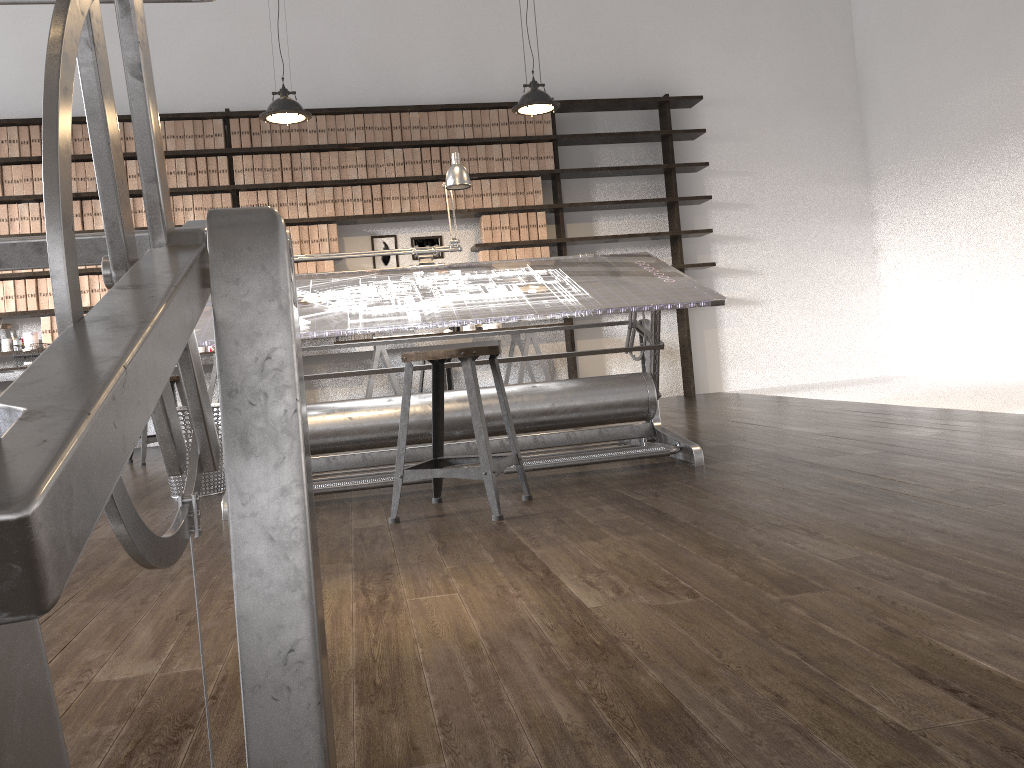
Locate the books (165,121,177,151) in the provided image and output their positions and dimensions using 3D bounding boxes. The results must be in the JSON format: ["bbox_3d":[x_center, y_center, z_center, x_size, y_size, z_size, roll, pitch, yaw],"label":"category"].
[{"bbox_3d":[-2.513,-1.816,6.565,0.067,0.225,0.174,-5,0,-10],"label":"books"}]

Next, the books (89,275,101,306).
[{"bbox_3d":[-3.010,-0.672,6.443,0.067,0.226,0.174,-5,0,-10],"label":"books"}]

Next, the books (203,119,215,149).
[{"bbox_3d":[-2.251,-1.841,6.617,0.067,0.226,0.174,-5,0,-10],"label":"books"}]

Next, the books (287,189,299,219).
[{"bbox_3d":[-1.656,-1.348,6.710,0.067,0.226,0.174,-5,0,-10],"label":"books"}]

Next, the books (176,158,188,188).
[{"bbox_3d":[-2.436,-1.545,6.570,0.067,0.226,0.174,-5,0,-10],"label":"books"}]

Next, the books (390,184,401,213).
[{"bbox_3d":[-0.903,-1.418,6.845,0.067,0.226,0.174,-5,0,-10],"label":"books"}]

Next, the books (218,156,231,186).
[{"bbox_3d":[-2.147,-1.572,6.626,0.067,0.225,0.174,-5,0,-10],"label":"books"}]

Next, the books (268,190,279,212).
[{"bbox_3d":[-1.792,-1.335,6.683,0.067,0.226,0.174,-5,0,-10],"label":"books"}]

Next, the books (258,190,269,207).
[{"bbox_3d":[-1.863,-1.328,6.666,0.067,0.226,0.174,-5,0,-10],"label":"books"}]

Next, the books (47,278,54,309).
[{"bbox_3d":[-3.282,-0.647,6.390,0.067,0.225,0.174,-5,0,-10],"label":"books"}]

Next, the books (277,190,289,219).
[{"bbox_3d":[-1.725,-1.341,6.699,0.067,0.226,0.174,-5,0,-10],"label":"books"}]

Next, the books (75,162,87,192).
[{"bbox_3d":[-3.111,-1.482,6.447,0.067,0.225,0.174,-5,0,-10],"label":"books"}]

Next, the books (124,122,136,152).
[{"bbox_3d":[-2.790,-1.791,6.514,0.067,0.226,0.174,-5,0,-10],"label":"books"}]

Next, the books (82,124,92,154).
[{"bbox_3d":[-3.067,-1.765,6.464,0.067,0.226,0.174,-5,0,-10],"label":"books"}]

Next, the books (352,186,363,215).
[{"bbox_3d":[-1.183,-1.391,6.794,0.067,0.226,0.174,-5,0,-10],"label":"books"}]

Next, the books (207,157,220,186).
[{"bbox_3d":[-2.222,-1.565,6.614,0.067,0.225,0.174,-5,0,-10],"label":"books"}]

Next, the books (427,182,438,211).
[{"bbox_3d":[-0.623,-1.444,6.901,0.067,0.225,0.174,-5,0,-10],"label":"books"}]

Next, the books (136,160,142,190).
[{"bbox_3d":[-2.707,-1.520,6.522,0.067,0.225,0.174,-5,0,-10],"label":"books"}]

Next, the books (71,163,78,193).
[{"bbox_3d":[-3.172,-1.476,6.434,0.067,0.225,0.174,-5,0,-10],"label":"books"}]

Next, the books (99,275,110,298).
[{"bbox_3d":[-2.942,-0.678,6.454,0.067,0.226,0.174,-5,0,-10],"label":"books"}]

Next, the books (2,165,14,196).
[{"bbox_3d":[-3.585,-1.438,6.361,0.067,0.225,0.174,-5,0,-10],"label":"books"}]

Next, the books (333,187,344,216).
[{"bbox_3d":[-1.323,-1.379,6.773,0.067,0.226,0.174,-5,0,-10],"label":"books"}]

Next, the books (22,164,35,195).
[{"bbox_3d":[-3.458,-1.450,6.377,0.067,0.226,0.174,-5,0,-10],"label":"books"}]

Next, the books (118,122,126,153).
[{"bbox_3d":[-2.860,-1.784,6.497,0.067,0.226,0.174,-5,0,-10],"label":"books"}]

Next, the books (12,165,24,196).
[{"bbox_3d":[-3.520,-1.444,6.370,0.067,0.225,0.174,-5,0,-10],"label":"books"}]

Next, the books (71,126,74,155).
[{"bbox_3d":[-3.203,-1.752,6.437,0.067,0.226,0.174,-5,0,-10],"label":"books"}]

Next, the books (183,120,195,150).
[{"bbox_3d":[-2.385,-1.828,6.586,0.067,0.226,0.174,-5,0,-10],"label":"books"}]

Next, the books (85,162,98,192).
[{"bbox_3d":[-3.045,-1.488,6.455,0.067,0.226,0.174,-5,0,-10],"label":"books"}]

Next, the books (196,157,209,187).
[{"bbox_3d":[-2.293,-1.558,6.595,0.067,0.226,0.174,-5,0,-10],"label":"books"}]

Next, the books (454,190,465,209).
[{"bbox_3d":[-0.419,-1.463,6.938,0.067,0.226,0.174,-5,0,-10],"label":"books"}]

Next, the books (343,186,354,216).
[{"bbox_3d":[-1.253,-1.385,6.786,0.067,0.226,0.174,-5,0,-10],"label":"books"}]

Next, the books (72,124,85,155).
[{"bbox_3d":[-3.136,-1.759,6.453,0.067,0.226,0.174,-5,0,-10],"label":"books"}]

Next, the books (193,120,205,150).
[{"bbox_3d":[-2.320,-1.835,6.604,0.067,0.226,0.174,-5,0,-10],"label":"books"}]

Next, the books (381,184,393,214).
[{"bbox_3d":[-0.968,-1.412,6.839,0.067,0.225,0.174,-5,0,-10],"label":"books"}]

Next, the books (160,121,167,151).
[{"bbox_3d":[-2.584,-1.810,6.550,0.067,0.226,0.174,-5,0,-10],"label":"books"}]

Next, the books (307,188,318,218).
[{"bbox_3d":[-1.516,-1.361,6.734,0.067,0.225,0.174,-5,0,-10],"label":"books"}]

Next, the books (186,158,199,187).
[{"bbox_3d":[-2.368,-1.552,6.587,0.067,0.226,0.174,-5,0,-10],"label":"books"}]

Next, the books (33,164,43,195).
[{"bbox_3d":[-3.387,-1.456,6.391,0.067,0.226,0.174,-5,0,-10],"label":"books"}]

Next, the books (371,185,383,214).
[{"bbox_3d":[-1.040,-1.405,6.820,0.067,0.226,0.174,-5,0,-10],"label":"books"}]

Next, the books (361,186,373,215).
[{"bbox_3d":[-1.114,-1.398,6.812,0.067,0.226,0.174,-5,0,-10],"label":"books"}]

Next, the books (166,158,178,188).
[{"bbox_3d":[-2.507,-1.539,6.561,0.067,0.226,0.174,-5,0,-10],"label":"books"}]

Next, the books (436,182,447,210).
[{"bbox_3d":[-0.560,-1.449,6.908,0.067,0.226,0.174,-5,0,-10],"label":"books"}]

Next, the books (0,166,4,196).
[{"bbox_3d":[-3.657,-1.431,6.342,0.067,0.226,0.174,-5,0,-10],"label":"books"}]

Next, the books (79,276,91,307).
[{"bbox_3d":[-3.078,-0.665,6.427,0.067,0.226,0.174,-5,0,-10],"label":"books"}]

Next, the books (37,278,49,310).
[{"bbox_3d":[-3.347,-0.640,6.380,0.067,0.225,0.174,-5,0,-10],"label":"books"}]

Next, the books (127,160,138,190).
[{"bbox_3d":[-2.769,-1.514,6.509,0.067,0.225,0.174,-5,0,-10],"label":"books"}]

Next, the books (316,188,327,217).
[{"bbox_3d":[-1.454,-1.366,6.747,0.067,0.225,0.174,-5,0,-10],"label":"books"}]

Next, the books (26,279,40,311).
[{"bbox_3d":[-3.418,-0.634,6.361,0.067,0.226,0.174,-5,0,-10],"label":"books"}]

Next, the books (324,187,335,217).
[{"bbox_3d":[-1.388,-1.372,6.755,0.067,0.226,0.174,-5,0,-10],"label":"books"}]

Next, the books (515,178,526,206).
[{"bbox_3d":[0.051,-1.507,7.028,0.067,0.226,0.174,-5,0,-10],"label":"books"}]

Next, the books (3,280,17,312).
[{"bbox_3d":[-3.562,-0.620,6.336,0.067,0.226,0.174,-5,0,-10],"label":"books"}]

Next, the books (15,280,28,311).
[{"bbox_3d":[-3.493,-0.627,6.353,0.067,0.226,0.174,-5,0,-10],"label":"books"}]

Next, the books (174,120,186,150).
[{"bbox_3d":[-2.452,-1.822,6.578,0.067,0.225,0.174,-5,0,-10],"label":"books"}]

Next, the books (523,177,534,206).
[{"bbox_3d":[0.120,-1.513,7.041,0.067,0.226,0.174,-5,0,-10],"label":"books"}]

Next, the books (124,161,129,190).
[{"bbox_3d":[-2.839,-1.508,6.494,0.067,0.226,0.174,-5,0,-10],"label":"books"}]

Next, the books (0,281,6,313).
[{"bbox_3d":[-3.632,-0.614,6.327,0.067,0.226,0.174,-5,0,-10],"label":"books"}]

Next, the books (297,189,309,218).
[{"bbox_3d":[-1.586,-1.354,6.719,0.067,0.226,0.174,-5,0,-10],"label":"books"}]

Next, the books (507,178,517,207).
[{"bbox_3d":[-0.014,-1.500,7.010,0.067,0.226,0.174,-5,0,-10],"label":"books"}]

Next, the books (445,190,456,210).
[{"bbox_3d":[-0.489,-1.456,6.922,0.067,0.226,0.174,-5,0,-10],"label":"books"}]
